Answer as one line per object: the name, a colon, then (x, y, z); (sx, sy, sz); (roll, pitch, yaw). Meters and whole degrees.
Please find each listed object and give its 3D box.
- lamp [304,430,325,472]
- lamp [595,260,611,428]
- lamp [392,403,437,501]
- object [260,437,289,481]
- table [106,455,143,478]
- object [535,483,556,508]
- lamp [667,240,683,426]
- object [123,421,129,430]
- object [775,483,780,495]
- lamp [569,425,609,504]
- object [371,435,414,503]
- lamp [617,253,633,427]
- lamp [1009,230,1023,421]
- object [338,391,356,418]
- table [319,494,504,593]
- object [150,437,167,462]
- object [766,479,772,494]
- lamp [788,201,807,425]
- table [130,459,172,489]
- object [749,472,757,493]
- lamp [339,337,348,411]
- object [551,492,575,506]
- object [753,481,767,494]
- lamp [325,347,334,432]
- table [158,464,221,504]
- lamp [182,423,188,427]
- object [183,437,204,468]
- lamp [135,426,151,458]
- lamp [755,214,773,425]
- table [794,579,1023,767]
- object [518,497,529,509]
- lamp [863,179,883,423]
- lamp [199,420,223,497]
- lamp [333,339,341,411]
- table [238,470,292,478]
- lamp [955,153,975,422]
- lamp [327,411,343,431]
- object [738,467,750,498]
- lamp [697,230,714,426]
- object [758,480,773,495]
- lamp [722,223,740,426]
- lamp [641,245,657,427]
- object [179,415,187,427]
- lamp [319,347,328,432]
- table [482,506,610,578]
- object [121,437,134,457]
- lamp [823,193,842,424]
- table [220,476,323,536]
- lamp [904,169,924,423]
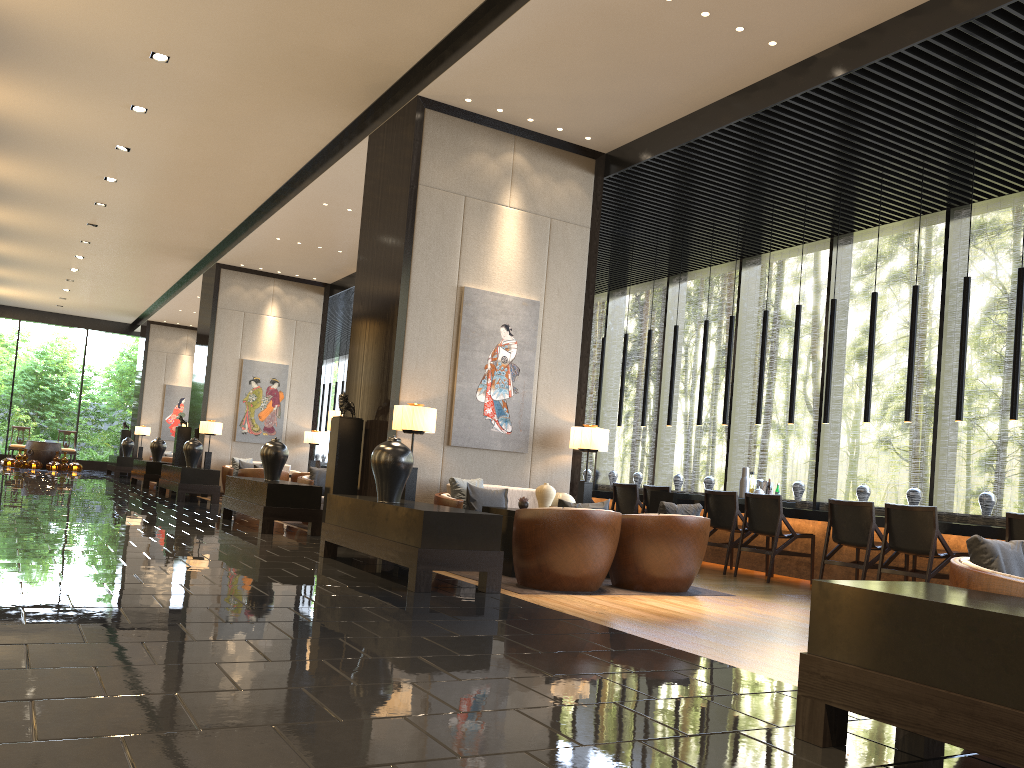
lamp: (-3.710, 1.539, 16.408); (0.375, 1.347, 0.375); (5, -3, -11)
lamp: (1.288, -0.597, 12.405); (0.060, 2.413, 0.060); (7, -3, -34)
lamp: (-0.898, 0.847, 7.735); (0.374, 1.344, 0.376); (4, -3, 22)
object: (-2.696, 0.849, 10.026); (0.311, 0.491, 0.313); (1, -5, 42)
table: (-9.697, 2.070, 22.161); (0.622, 0.511, 1.962); (7, -6, -29)
object: (0.276, 0.939, 7.348); (0.171, 0.235, 0.172); (4, -4, 6)
lamp: (2.053, -0.676, 11.065); (0.060, 2.413, 0.060); (7, -3, -34)
object: (-10.453, 1.125, 23.968); (0.177, 0.245, 0.116); (6, -4, -24)
object: (2.966, 1.209, 9.886); (0.056, 0.196, 0.056); (6, -3, -28)
lamp: (0.713, 1.077, 8.654); (0.375, 1.347, 0.376); (5, -3, 0)
object: (-0.878, 0.618, 6.455); (0.312, 0.491, 0.312); (5, -4, -11)
lamp: (1.542, -0.623, 11.960); (0.060, 2.413, 0.060); (7, -3, -34)
lamp: (4.201, -0.901, 7.297); (0.060, 2.413, 0.060); (7, -3, -34)
object: (-1.566, 0.198, 8.387); (0.177, 0.245, 0.115); (7, -4, -29)
table: (-0.808, 1.142, 6.573); (0.622, 0.511, 1.962); (7, -6, -29)
object: (-7.093, 1.308, 17.736); (0.312, 0.491, 0.312); (5, -4, -11)
object: (2.867, 1.179, 9.875); (0.067, 0.237, 0.067); (7, -4, -36)
lamp: (3.029, -0.778, 9.353); (0.060, 2.413, 0.060); (7, -3, -34)
table: (-7.162, 1.805, 17.715); (0.622, 0.511, 1.962); (7, -6, -29)
object: (2.696, 1.140, 9.965); (0.129, 0.304, 0.129); (8, -4, -43)
lamp: (-4.202, -0.023, 22.033); (0.060, 2.413, 0.060); (3, -3, 26)
object: (0.415, 1.003, 7.492); (0.246, 0.167, 0.246); (7, -6, -27)
object: (2.733, 1.169, 9.793); (0.136, 0.217, 0.135); (8, -5, -42)
lamp: (-4.708, 0.030, 22.919); (0.060, 2.413, 0.060); (3, -3, 26)
table: (-5.246, 1.605, 14.356); (0.622, 0.511, 1.962); (7, -6, -29)
lamp: (-6.216, 1.401, 17.061); (0.375, 1.347, 0.375); (5, -3, -11)
object: (-5.184, 1.109, 14.389); (0.312, 0.491, 0.312); (5, -4, -11)
lamp: (-9.776, 1.773, 23.302); (0.375, 1.347, 0.376); (5, -3, 0)
lamp: (2.798, -0.754, 9.757); (0.060, 2.413, 0.060); (7, -3, -34)
table: (1.692, 0.881, 2.191); (0.622, 0.511, 1.962); (7, -6, -29)
object: (0.096, 0.986, 7.349); (0.091, 0.111, 0.092); (3, -4, 23)
lamp: (3.495, -0.827, 8.535); (0.060, 2.413, 0.060); (7, -3, -34)
lamp: (-5.320, 1.308, 15.490); (0.375, 1.347, 0.375); (5, -3, -11)
lamp: (-4.456, 0.003, 22.478); (0.060, 2.413, 0.060); (3, -3, 26)
table: (-4.126, 1.789, 15.183); (1.045, 0.516, 0.576); (8, -5, -29)
lamp: (3.964, -0.876, 7.713); (0.060, 2.413, 0.060); (6, -3, -24)
lamp: (-1.795, 0.955, 9.305); (0.374, 1.315, 0.376); (4, -3, 14)
object: (2.591, 1.100, 9.855); (0.113, 0.343, 0.113); (7, -4, -34)
lamp: (2.326, -0.705, 10.586); (0.060, 2.413, 0.060); (7, -3, -34)
object: (2.862, 1.201, 10.000); (0.169, 0.218, 0.169); (7, -5, -34)
lamp: (2.539, -0.727, 10.211); (0.060, 2.413, 0.060); (7, -3, -34)
lamp: (1.797, -0.650, 11.513); (0.060, 2.413, 0.060); (7, -3, -34)
object: (-6.013, 0.674, 16.175); (0.162, 0.217, 0.102); (8, -5, -41)
lamp: (-4.960, 0.056, 23.362); (0.060, 2.413, 0.060); (3, -3, 26)
table: (0.323, 1.325, 7.382); (1.045, 0.516, 0.576); (8, -5, -29)
object: (-9.660, 1.576, 22.236); (0.312, 0.491, 0.312); (5, -4, -11)
lamp: (3.255, -0.802, 8.957); (0.060, 2.413, 0.060); (7, -3, -34)
table: (-2.723, 1.342, 9.932); (0.622, 0.511, 1.962); (7, -6, -29)
lamp: (3.716, -0.850, 8.148); (0.060, 2.413, 0.060); (7, -3, -34)
